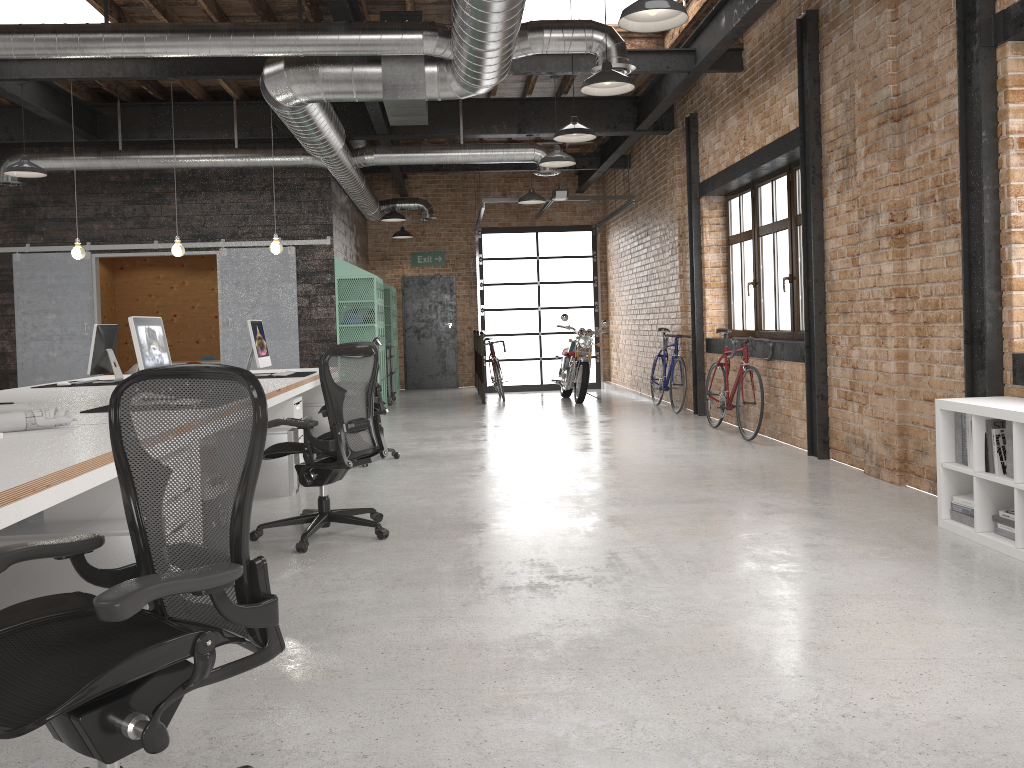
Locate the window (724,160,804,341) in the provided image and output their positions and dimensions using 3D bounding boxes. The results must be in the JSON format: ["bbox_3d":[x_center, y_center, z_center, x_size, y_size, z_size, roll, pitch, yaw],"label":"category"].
[{"bbox_3d":[2.792,-1.088,6.020,0.147,1.688,8.650,-2,4,-4],"label":"window"}]

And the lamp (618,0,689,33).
[{"bbox_3d":[0.710,-2.561,4.581,0.362,1.361,0.362,-3,1,-31],"label":"lamp"}]

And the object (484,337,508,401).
[{"bbox_3d":[-0.271,-0.247,14.518,0.410,1.032,1.737,-2,3,3],"label":"object"}]

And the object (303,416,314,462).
[{"bbox_3d":[-1.705,0.500,7.044,0.250,0.465,0.339,-2,2,-4],"label":"object"}]

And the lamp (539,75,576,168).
[{"bbox_3d":[0.431,-2.575,8.653,0.362,0.855,0.362,-1,1,14],"label":"lamp"}]

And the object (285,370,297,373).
[{"bbox_3d":[-2.001,-0.116,8.012,0.106,0.028,0.059,-2,3,-5],"label":"object"}]

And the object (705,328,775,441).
[{"bbox_3d":[2.161,-0.028,8.745,0.402,1.038,1.740,-2,3,-9],"label":"object"}]

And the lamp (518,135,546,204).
[{"bbox_3d":[0.242,-2.751,11.333,0.362,0.855,0.362,-3,2,-26],"label":"lamp"}]

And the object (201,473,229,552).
[{"bbox_3d":[-1.509,0.682,4.261,0.250,0.465,0.339,-2,2,-4],"label":"object"}]

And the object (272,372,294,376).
[{"bbox_3d":[-1.985,-0.088,7.685,0.118,0.017,0.440,-2,4,-4],"label":"object"}]

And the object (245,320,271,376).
[{"bbox_3d":[-2.216,-0.314,7.691,0.189,0.484,0.484,-2,2,-4],"label":"object"}]

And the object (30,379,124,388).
[{"bbox_3d":[-3.488,-0.008,7.394,0.687,0.008,0.850,-2,4,-5],"label":"object"}]

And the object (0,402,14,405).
[{"bbox_3d":[-3.314,0.154,4.931,0.687,0.008,0.850,-2,4,-5],"label":"object"}]

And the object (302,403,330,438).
[{"bbox_3d":[-1.948,0.419,8.445,0.541,0.454,0.221,-2,2,-4],"label":"object"}]

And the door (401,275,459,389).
[{"bbox_3d":[-1.525,-0.966,16.513,0.998,2.097,0.218,-2,1,-4],"label":"door"}]

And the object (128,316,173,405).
[{"bbox_3d":[-2.021,-0.133,4.931,0.189,0.484,0.484,-2,2,-4],"label":"object"}]

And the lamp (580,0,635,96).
[{"bbox_3d":[0.625,-2.394,5.904,0.362,0.855,0.362,-1,2,19],"label":"lamp"}]

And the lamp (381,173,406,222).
[{"bbox_3d":[-1.723,-3.025,12.746,0.362,1.337,0.362,-2,1,-26],"label":"lamp"}]

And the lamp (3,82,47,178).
[{"bbox_3d":[-4.578,-2.391,8.302,0.362,0.855,0.362,-1,1,14],"label":"lamp"}]

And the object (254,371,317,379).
[{"bbox_3d":[-2.097,-0.074,7.714,0.687,0.008,0.850,-2,4,-5],"label":"object"}]

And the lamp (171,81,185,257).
[{"bbox_3d":[-3.203,-2.046,8.413,0.123,1.677,0.123,-2,1,-6],"label":"lamp"}]

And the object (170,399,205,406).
[{"bbox_3d":[-1.790,0.093,4.924,0.118,0.017,0.440,-2,4,-4],"label":"object"}]

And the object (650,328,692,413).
[{"bbox_3d":[1.980,-0.197,11.322,0.402,1.038,1.740,-2,3,-9],"label":"object"}]

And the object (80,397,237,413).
[{"bbox_3d":[-1.902,0.108,4.954,0.687,0.008,0.850,-2,4,-4],"label":"object"}]

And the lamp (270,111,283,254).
[{"bbox_3d":[-2.286,-2.080,8.478,0.123,1.677,0.123,-2,1,-6],"label":"lamp"}]

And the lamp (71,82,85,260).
[{"bbox_3d":[-4.121,-2.013,8.349,0.123,1.677,0.123,-2,1,-6],"label":"lamp"}]

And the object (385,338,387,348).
[{"bbox_3d":[-2.055,-0.654,13.476,0.309,0.262,0.460,-2,3,-4],"label":"object"}]

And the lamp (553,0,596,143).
[{"bbox_3d":[0.507,-2.749,7.447,0.362,1.361,0.362,-2,1,4],"label":"lamp"}]

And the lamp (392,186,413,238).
[{"bbox_3d":[-1.897,-3.187,15.210,0.362,1.337,0.362,-2,1,-26],"label":"lamp"}]

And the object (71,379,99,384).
[{"bbox_3d":[-3.596,-0.018,7.407,0.118,0.017,0.440,-2,4,-4],"label":"object"}]

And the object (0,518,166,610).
[{"bbox_3d":[-1.585,0.756,3.306,0.541,0.454,0.221,-2,2,-4],"label":"object"}]

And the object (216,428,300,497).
[{"bbox_3d":[-1.797,0.559,6.309,0.541,0.454,0.221,-2,2,-4],"label":"object"}]

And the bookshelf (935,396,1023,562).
[{"bbox_3d":[2.516,0.465,3.964,0.400,0.684,1.546,-2,3,-4],"label":"bookshelf"}]

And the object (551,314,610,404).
[{"bbox_3d":[1.015,-0.411,13.707,0.813,1.358,2.179,-2,3,-16],"label":"object"}]

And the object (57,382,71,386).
[{"bbox_3d":[-3.580,-0.003,7.079,0.106,0.028,0.059,-2,3,-3],"label":"object"}]

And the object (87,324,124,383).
[{"bbox_3d":[-3.380,-0.257,7.393,0.189,0.484,0.484,-2,2,-4],"label":"object"}]
